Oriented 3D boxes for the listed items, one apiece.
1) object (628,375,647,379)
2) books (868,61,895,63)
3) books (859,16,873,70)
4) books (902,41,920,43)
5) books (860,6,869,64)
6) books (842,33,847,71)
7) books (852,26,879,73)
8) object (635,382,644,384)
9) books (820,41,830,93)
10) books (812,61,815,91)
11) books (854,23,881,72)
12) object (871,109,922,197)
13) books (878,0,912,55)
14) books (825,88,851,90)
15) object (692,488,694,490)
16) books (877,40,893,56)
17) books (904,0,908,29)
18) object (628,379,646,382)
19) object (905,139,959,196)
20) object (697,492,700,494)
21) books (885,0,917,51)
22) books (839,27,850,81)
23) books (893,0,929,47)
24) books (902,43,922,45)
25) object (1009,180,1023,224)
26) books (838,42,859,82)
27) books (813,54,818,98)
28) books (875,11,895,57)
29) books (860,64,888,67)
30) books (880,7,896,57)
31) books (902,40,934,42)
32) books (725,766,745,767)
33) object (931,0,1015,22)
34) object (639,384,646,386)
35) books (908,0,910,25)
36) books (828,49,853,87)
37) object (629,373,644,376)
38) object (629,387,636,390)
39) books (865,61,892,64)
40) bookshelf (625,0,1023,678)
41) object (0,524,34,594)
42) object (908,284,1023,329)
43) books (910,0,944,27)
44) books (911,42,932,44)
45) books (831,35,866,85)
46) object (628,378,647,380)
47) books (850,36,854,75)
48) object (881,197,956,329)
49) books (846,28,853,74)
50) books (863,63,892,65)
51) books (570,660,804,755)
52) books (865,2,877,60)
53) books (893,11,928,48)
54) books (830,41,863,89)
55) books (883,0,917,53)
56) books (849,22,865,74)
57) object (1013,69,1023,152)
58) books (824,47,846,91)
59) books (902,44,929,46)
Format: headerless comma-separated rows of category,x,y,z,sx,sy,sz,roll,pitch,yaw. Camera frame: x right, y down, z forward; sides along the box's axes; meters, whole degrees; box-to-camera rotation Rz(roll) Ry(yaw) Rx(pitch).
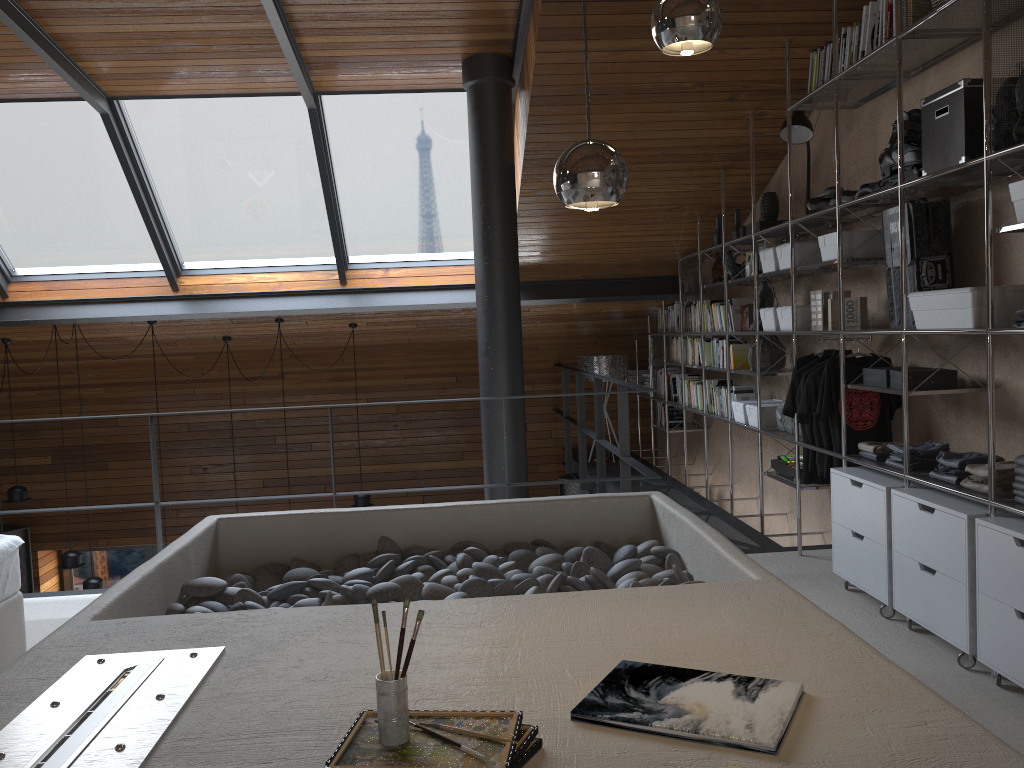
object,1.320,-0.078,9.041,0.252,0.028,0.180,-3,3,-4
books,1.622,-1.505,3.837,0.170,0.214,0.065,-3,3,-3
books,1.600,-1.509,3.923,0.117,0.218,0.073,-3,3,-4
books,1.622,-1.485,3.586,0.130,0.208,0.010,-3,3,-4
books,1.593,-1.518,3.853,0.148,0.229,0.073,-3,3,-4
books,1.587,-1.506,4.066,0.138,0.189,0.065,-3,3,-4
books,1.598,-1.501,3.980,0.126,0.194,0.064,-3,3,-4
object,1.339,-0.011,8.804,0.203,0.013,0.161,-3,3,-4
books,1.578,-1.540,4.306,0.143,0.233,0.081,-3,3,-4
books,1.569,-1.525,4.434,0.131,0.178,0.057,-3,3,-4
books,1.597,-1.505,3.962,0.123,0.201,0.071,-3,3,-4
object,1.671,-0.982,3.730,0.174,0.342,0.416,-2,3,0
books,1.618,-1.506,3.729,0.148,0.233,0.053,-3,3,-4
books,1.581,-1.518,4.256,0.139,0.199,0.074,-3,3,-4
object,1.514,1.119,7.822,0.207,0.442,0.328,-3,3,-11
books,1.625,-1.497,3.755,0.137,0.197,0.063,-3,3,-4
books,1.624,-1.496,3.528,0.129,0.231,0.010,-3,3,-4
object,1.325,-0.040,9.042,0.246,0.016,0.182,-3,3,-4
object,1.810,-0.995,3.757,0.174,0.342,0.416,-2,3,1
object,1.585,1.135,7.377,0.215,0.458,0.328,-2,3,1
books,1.625,-1.488,3.680,0.143,0.199,0.054,-3,3,-4
books,1.575,-1.523,4.095,0.122,0.227,0.076,-3,3,-4
books,1.636,-1.503,3.632,0.148,0.234,0.013,-3,3,-4
books,1.633,-1.473,3.608,0.128,0.176,0.009,-3,3,-4
object,1.769,-0.577,2.677,0.289,0.135,0.437,-3,3,-4
books,1.565,-1.497,4.126,0.111,0.171,0.056,-3,3,-4
books,1.576,-1.536,4.419,0.149,0.202,0.067,-3,3,-4
books,1.615,-1.488,3.769,0.131,0.178,0.057,-3,3,-4
books,1.610,-1.506,3.890,0.155,0.212,0.073,-3,3,-4
books,1.630,-1.514,3.770,0.148,0.229,0.073,-3,3,-4
books,1.631,-1.486,3.574,0.148,0.206,0.018,-3,3,-4
books,0.228,0.586,1.220,0.251,0.013,0.188,-3,3,-4
object,1.684,-1.458,3.188,0.262,0.198,0.417,-3,3,-4
object,1.365,0.004,8.782,0.228,0.016,0.182,-3,3,-4
books,1.634,-1.470,3.518,0.131,0.181,0.014,-3,3,-4
books,1.569,-1.501,4.214,0.119,0.169,0.058,-3,3,-4
object,1.329,-0.103,9.056,0.233,0.021,0.174,-3,3,-4
object,1.331,0.047,9.063,0.234,0.025,0.176,-3,3,-4
books,1.620,-1.505,3.847,0.164,0.214,0.066,-3,3,-4
bookshelf,1.771,0.582,3.877,0.421,6.219,10.739,-3,3,-4
object,-5.023,2.567,8.632,0.686,2.298,0.639,0,4,34
object,1.730,-0.280,3.268,0.343,0.147,0.445,-3,3,-4
books,1.638,-1.480,3.500,0.129,0.203,0.021,-3,3,-4
books,1.637,-1.500,3.596,0.129,0.231,0.010,-3,3,-4
books,1.591,-1.525,4.171,0.161,0.220,0.074,-3,3,-4
object,1.324,-0.056,9.042,0.246,0.016,0.182,-3,3,-4
books,1.599,-1.503,4.022,0.120,0.186,0.064,-3,3,-4
object,1.730,-0.515,3.776,0.188,0.559,0.337,-2,3,1
books,1.591,-1.510,4.035,0.131,0.202,0.068,-3,3,-4
books,1.609,-1.506,3.874,0.149,0.202,0.067,-3,3,-4
books,0.314,0.561,1.568,0.347,0.019,0.260,-1,4,27
books,1.597,-1.515,3.807,0.148,0.229,0.073,-3,3,-4
books,1.640,-1.490,3.647,0.148,0.206,0.014,-3,3,-4
books,1.599,-1.528,4.242,0.177,0.214,0.064,-3,3,-4
books,1.624,-1.507,3.707,0.148,0.234,0.033,-3,3,-4
books,1.594,-1.513,3.991,0.133,0.215,0.070,-3,3,-4
object,1.748,-0.921,2.886,0.212,0.319,0.157,-1,3,23
books,1.573,-1.519,4.274,0.127,0.197,0.063,-3,3,-4
books,1.647,-1.493,3.620,0.136,0.213,0.014,-3,3,-4
